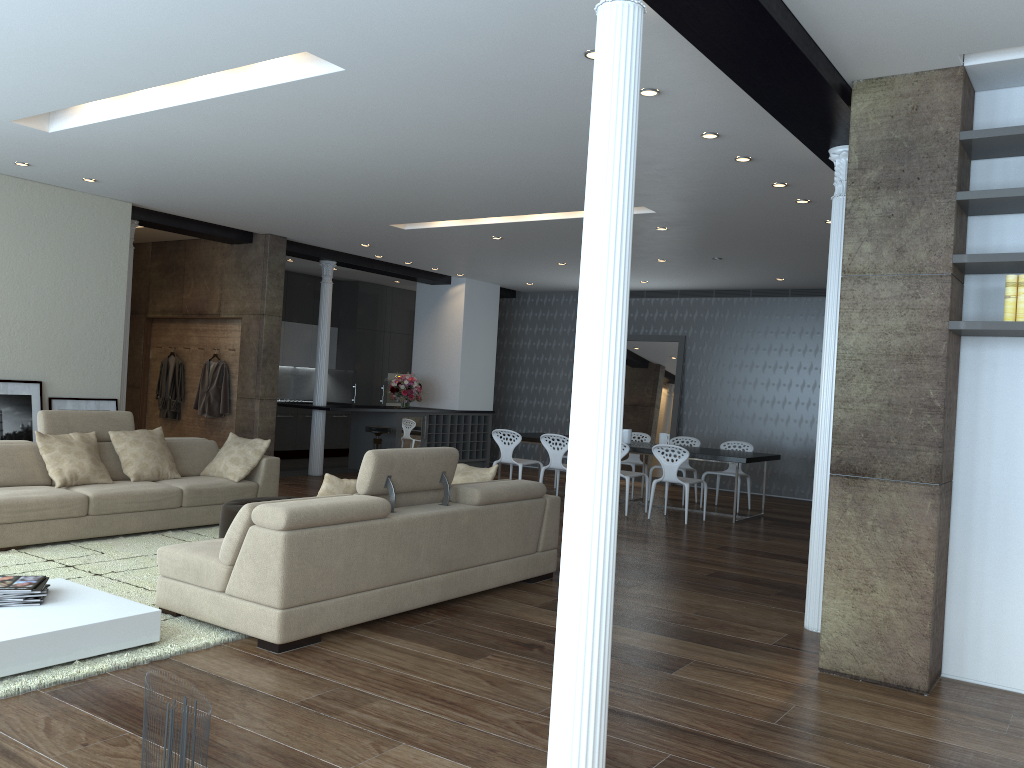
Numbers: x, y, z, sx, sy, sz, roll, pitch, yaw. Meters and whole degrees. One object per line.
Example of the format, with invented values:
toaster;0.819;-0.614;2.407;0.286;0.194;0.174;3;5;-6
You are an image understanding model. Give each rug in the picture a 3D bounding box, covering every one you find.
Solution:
rug;-2.142;1.235;5.956;2.972;0.020;4.231;3;0;34

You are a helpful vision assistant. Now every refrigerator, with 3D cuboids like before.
refrigerator;-1.478;0.797;12.949;0.075;0.774;0.578;3;0;38

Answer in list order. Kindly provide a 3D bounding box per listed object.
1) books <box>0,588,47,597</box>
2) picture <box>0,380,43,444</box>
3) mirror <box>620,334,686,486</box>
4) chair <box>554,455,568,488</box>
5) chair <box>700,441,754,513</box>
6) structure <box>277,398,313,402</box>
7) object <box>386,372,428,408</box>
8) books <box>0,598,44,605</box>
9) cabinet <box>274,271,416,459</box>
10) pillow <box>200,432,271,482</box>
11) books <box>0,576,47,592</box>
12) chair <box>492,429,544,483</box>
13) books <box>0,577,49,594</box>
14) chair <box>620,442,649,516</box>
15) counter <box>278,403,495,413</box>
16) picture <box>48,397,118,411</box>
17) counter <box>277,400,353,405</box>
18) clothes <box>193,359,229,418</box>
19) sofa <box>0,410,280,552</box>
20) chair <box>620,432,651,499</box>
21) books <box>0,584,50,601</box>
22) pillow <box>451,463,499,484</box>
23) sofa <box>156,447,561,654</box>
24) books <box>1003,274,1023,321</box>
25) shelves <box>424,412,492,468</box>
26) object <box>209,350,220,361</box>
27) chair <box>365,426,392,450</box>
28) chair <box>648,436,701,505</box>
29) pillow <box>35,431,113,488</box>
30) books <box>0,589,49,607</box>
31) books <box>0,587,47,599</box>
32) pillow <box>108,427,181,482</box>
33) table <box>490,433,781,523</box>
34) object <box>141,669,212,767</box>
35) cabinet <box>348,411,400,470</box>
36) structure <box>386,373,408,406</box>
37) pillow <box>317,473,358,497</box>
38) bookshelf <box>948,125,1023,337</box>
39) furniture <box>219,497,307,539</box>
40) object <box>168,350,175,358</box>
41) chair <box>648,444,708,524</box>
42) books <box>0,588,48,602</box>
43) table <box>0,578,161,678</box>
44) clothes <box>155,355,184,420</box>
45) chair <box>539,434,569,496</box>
books;-2.399;0.980;4.271;0.220;0.010;0.300;4;0;-41
picture;-4.733;0.526;7.841;0.225;1.140;1.183;3;0;34
mirror;2.045;0.371;13.846;1.200;2.294;0.240;3;0;34
chair;0.959;1.030;12.197;0.495;0.835;0.581;3;0;34
chair;2.698;1.129;11.010;0.495;0.835;0.581;3;0;34
structure;-3.663;0.274;14.212;0.520;0.066;0.900;3;0;34
object;-1.597;0.087;13.307;0.570;0.552;0.544;3;0;40
books;-2.402;1.019;4.271;0.220;0.010;0.300;4;0;-36
cabinet;-2.923;-0.272;15.309;0.827;2.980;7.409;3;0;34
pillow;-2.458;0.649;7.945;0.518;0.393;0.395;3;0;31
books;-2.398;0.961;4.271;0.220;0.010;0.300;3;0;-16
chair;0.035;0.970;10.886;0.495;0.835;0.581;3;0;34
books;-2.375;0.972;4.280;0.220;0.010;0.300;3;0;-21
chair;1.214;1.037;10.065;0.495;0.835;0.581;3;0;34
counter;-1.730;0.373;13.312;1.000;0.040;3.700;3;0;34
picture;-4.175;0.636;8.692;0.195;0.988;0.700;3;0;34
counter;-4.043;0.359;13.737;0.807;0.223;3.597;3;0;34
clothes;-3.751;0.053;11.086;0.700;0.735;0.173;3;0;33
sofa;-3.219;0.709;7.232;1.021;0.950;2.581;3;0;34
chair;1.539;1.063;11.801;0.495;0.835;0.581;3;0;34
books;-2.401;1.000;4.271;0.220;0.010;0.300;3;0;-6
pillow;-0.397;0.767;6.538;0.518;0.393;0.395;3;0;38
sofa;-0.788;0.848;5.573;1.021;0.950;2.581;3;0;34
books;2.484;-0.384;4.105;0.345;0.224;0.189;3;0;34
shelves;-1.196;0.877;14.136;0.900;0.897;1.700;3;0;34
object;-3.711;-0.334;11.094;0.430;0.219;0.010;3;0;34
chair;0.401;1.185;9.741;21.556;0.952;16.134;3;0;34
chair;2.118;1.096;11.406;0.495;0.835;0.581;3;0;34
pillow;-3.421;0.577;6.927;0.368;0.416;0.519;3;0;30
books;-2.379;1.030;4.280;0.220;0.010;0.300;3;0;-21
books;-2.376;0.991;4.280;0.220;0.010;0.300;4;0;-31
pillow;-3.080;0.589;7.450;0.301;0.439;0.534;3;0;31
table;1.439;1.106;11.014;3.400;0.733;1.200;3;0;34
object;-0.645;0.928;1.659;0.458;0.781;0.458;3;0;33
cabinet;-1.854;0.835;13.169;0.900;0.897;0.642;3;0;34
structure;-2.263;0.101;16.110;0.591;0.596;0.595;3;0;34
pillow;-0.988;0.716;5.267;0.368;0.416;0.519;3;0;39
bookshelf;4.191;-0.609;3.027;4.804;0.942;0.400;3;0;34
furniture;-1.654;1.079;6.698;1.057;0.355;1.057;3;0;36
object;-4.449;-0.376;11.612;0.430;0.219;0.010;3;0;34
chair;1.799;1.071;9.689;0.495;0.835;0.581;3;0;34
books;-2.377;1.011;4.280;0.220;0.010;0.300;3;0;-21
table;-2.300;1.124;4.112;0.900;0.170;0.900;3;0;34
clothes;-4.489;0.036;11.600;0.569;0.855;0.141;3;0;35
chair;0.611;1.003;10.487;0.495;0.835;0.581;3;0;34
